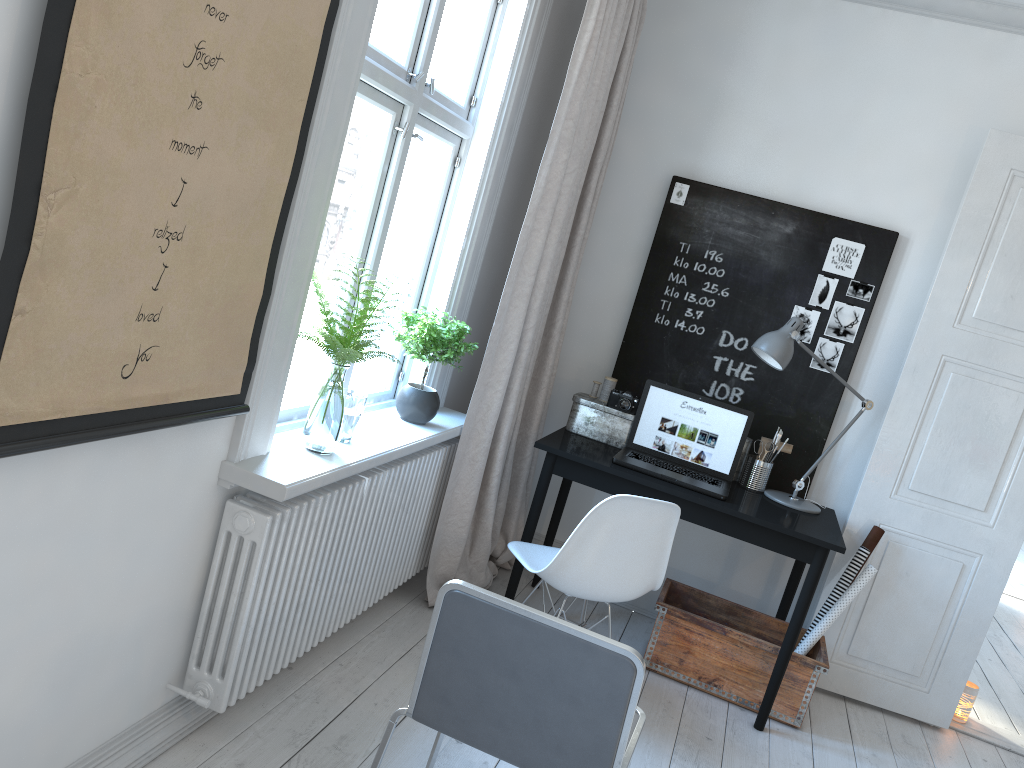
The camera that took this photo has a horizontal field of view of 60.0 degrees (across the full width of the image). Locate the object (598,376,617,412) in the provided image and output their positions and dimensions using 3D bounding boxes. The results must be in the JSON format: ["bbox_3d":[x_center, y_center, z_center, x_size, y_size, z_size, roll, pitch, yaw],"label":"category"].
[{"bbox_3d":[0.390,0.041,3.730,0.056,0.130,0.167,18,9,13],"label":"object"}]

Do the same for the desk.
[{"bbox_3d":[0.609,0.730,3.574,1.158,0.761,0.650,18,10,14],"label":"desk"}]

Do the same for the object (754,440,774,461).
[{"bbox_3d":[1.001,0.324,3.629,0.081,0.199,0.050,24,12,39],"label":"object"}]

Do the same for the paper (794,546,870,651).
[{"bbox_3d":[1.214,0.945,3.508,0.267,0.671,0.043,10,11,-30],"label":"paper"}]

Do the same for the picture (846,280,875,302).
[{"bbox_3d":[1.431,-0.385,3.640,0.095,0.072,0.001,18,10,14],"label":"picture"}]

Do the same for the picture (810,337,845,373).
[{"bbox_3d":[1.315,-0.120,3.698,0.103,0.136,0.001,18,10,14],"label":"picture"}]

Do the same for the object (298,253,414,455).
[{"bbox_3d":[-0.483,-0.089,2.413,0.305,0.566,0.412,8,12,-41],"label":"object"}]

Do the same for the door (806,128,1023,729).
[{"bbox_3d":[2.781,0.446,3.494,2.595,2.512,0.576,18,10,14],"label":"door"}]

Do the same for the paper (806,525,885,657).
[{"bbox_3d":[1.270,0.907,3.561,0.298,0.749,0.048,10,11,-30],"label":"paper"}]

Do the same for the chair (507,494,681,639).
[{"bbox_3d":[0.236,0.677,3.011,0.475,0.826,0.552,12,10,-20],"label":"chair"}]

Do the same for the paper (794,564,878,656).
[{"bbox_3d":[1.193,0.965,3.454,0.283,0.628,0.040,15,10,-7],"label":"paper"}]

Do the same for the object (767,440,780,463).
[{"bbox_3d":[1.038,0.328,3.612,0.083,0.222,0.009,6,14,-45],"label":"object"}]

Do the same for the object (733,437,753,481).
[{"bbox_3d":[0.941,0.311,3.708,0.079,0.189,0.078,15,10,-6],"label":"object"}]

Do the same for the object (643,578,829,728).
[{"bbox_3d":[0.873,1.064,3.526,0.664,0.283,0.339,18,9,14],"label":"object"}]

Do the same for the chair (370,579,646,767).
[{"bbox_3d":[0.024,0.795,1.987,0.561,0.800,0.524,18,10,14],"label":"chair"}]

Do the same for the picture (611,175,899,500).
[{"bbox_3d":[0.978,-0.202,3.822,0.951,1.175,0.063,18,10,14],"label":"picture"}]

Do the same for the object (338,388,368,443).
[{"bbox_3d":[-0.493,0.095,2.626,0.097,0.146,0.097,19,10,20],"label":"object"}]

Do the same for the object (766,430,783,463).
[{"bbox_3d":[1.044,0.306,3.618,0.062,0.265,0.012,10,12,-33],"label":"object"}]

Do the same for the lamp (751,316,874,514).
[{"bbox_3d":[1.137,0.120,3.488,0.617,0.718,0.229,14,10,-15],"label":"lamp"}]

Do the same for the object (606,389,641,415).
[{"bbox_3d":[0.460,0.070,3.641,0.137,0.088,0.073,18,10,14],"label":"object"}]

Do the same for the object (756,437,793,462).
[{"bbox_3d":[1.066,0.335,3.655,0.138,0.209,0.034,15,10,-6],"label":"object"}]

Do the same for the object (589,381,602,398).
[{"bbox_3d":[0.358,0.024,3.807,0.040,0.069,0.039,16,9,2],"label":"object"}]

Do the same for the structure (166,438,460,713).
[{"bbox_3d":[-0.554,0.503,2.904,0.195,0.549,1.503,18,9,14],"label":"structure"}]

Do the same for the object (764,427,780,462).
[{"bbox_3d":[1.041,0.302,3.619,0.008,0.268,0.060,22,11,31],"label":"object"}]

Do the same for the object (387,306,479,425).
[{"bbox_3d":[-0.305,-0.067,3.115,0.310,0.408,0.270,12,10,-25],"label":"object"}]

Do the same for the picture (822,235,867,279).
[{"bbox_3d":[1.368,-0.524,3.645,0.147,0.155,0.004,18,10,14],"label":"picture"}]

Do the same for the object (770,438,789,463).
[{"bbox_3d":[1.049,0.323,3.603,0.084,0.240,0.009,15,10,-8],"label":"object"}]

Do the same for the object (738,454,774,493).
[{"bbox_3d":[0.997,0.366,3.622,0.108,0.129,0.108,21,11,29],"label":"object"}]

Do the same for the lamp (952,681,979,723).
[{"bbox_3d":[1.949,1.372,3.839,0.089,0.167,0.089,17,10,7],"label":"lamp"}]

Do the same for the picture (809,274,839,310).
[{"bbox_3d":[1.294,-0.382,3.681,0.083,0.146,0.002,18,10,14],"label":"picture"}]

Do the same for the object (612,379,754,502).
[{"bbox_3d":[0.665,0.206,3.419,0.445,0.316,0.325,18,9,14],"label":"object"}]

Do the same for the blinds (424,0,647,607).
[{"bbox_3d":[0.173,-0.388,3.533,0.224,2.655,0.830,18,10,14],"label":"blinds"}]

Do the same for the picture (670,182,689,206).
[{"bbox_3d":[0.721,-0.817,3.811,0.060,0.088,0.004,18,10,11],"label":"picture"}]

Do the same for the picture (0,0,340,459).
[{"bbox_3d":[-0.577,-0.527,1.634,0.057,1.317,0.792,18,10,14],"label":"picture"}]

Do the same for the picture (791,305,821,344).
[{"bbox_3d":[1.217,-0.249,3.715,0.106,0.151,0.001,18,10,14],"label":"picture"}]

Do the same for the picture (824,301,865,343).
[{"bbox_3d":[1.375,-0.259,3.667,0.121,0.153,0.002,18,10,14],"label":"picture"}]

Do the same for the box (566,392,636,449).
[{"bbox_3d":[0.398,0.158,3.764,0.316,0.153,0.192,18,9,14],"label":"box"}]
